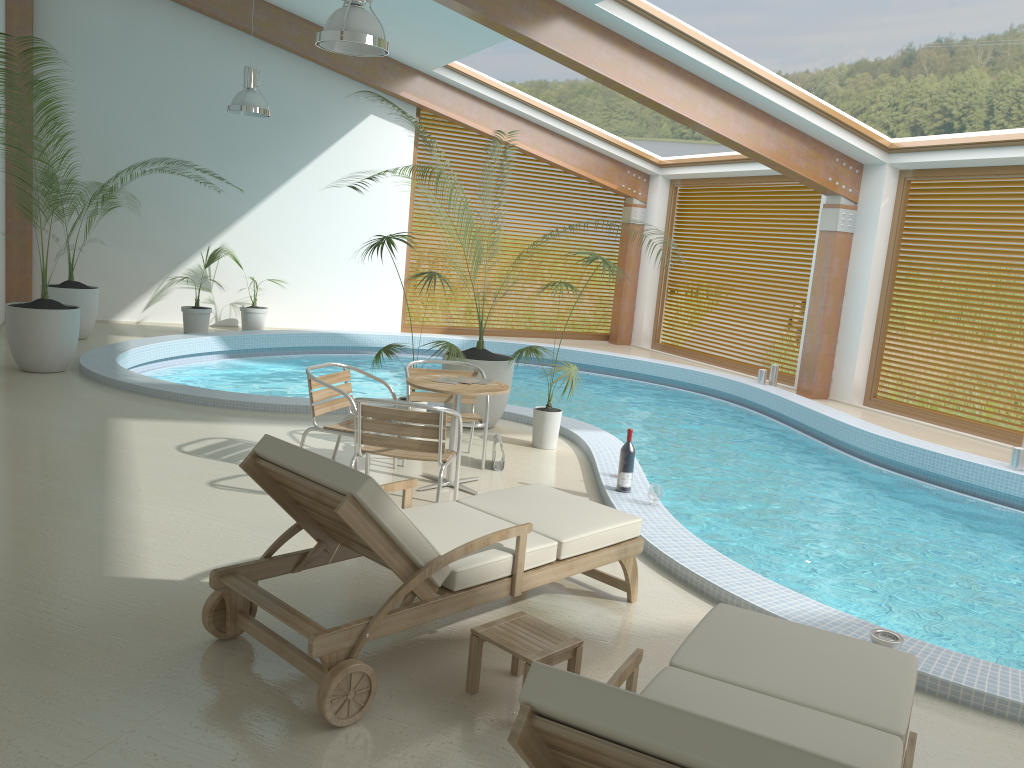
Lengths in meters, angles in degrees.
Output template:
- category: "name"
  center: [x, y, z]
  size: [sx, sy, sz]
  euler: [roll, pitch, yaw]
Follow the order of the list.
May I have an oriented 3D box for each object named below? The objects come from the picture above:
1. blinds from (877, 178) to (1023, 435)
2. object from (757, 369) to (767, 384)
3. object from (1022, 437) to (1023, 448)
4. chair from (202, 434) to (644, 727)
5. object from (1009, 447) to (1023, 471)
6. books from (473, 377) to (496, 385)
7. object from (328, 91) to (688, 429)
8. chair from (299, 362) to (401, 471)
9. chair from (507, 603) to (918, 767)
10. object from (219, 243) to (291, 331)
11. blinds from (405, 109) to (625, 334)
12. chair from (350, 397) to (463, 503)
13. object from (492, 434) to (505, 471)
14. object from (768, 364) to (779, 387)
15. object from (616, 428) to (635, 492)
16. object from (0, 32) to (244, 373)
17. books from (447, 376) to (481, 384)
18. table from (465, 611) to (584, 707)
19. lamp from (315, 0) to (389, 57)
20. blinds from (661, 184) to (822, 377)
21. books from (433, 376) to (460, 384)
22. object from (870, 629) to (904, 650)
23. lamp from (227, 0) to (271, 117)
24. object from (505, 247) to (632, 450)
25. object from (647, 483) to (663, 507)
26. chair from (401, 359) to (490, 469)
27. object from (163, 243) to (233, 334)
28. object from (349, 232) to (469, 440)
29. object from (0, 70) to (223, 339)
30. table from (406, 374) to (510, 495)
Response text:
- category: "blinds"
  center: [5.754, -0.809, 9.672]
  size: [0.095, 2.921, 4.200]
  euler: [1, 10, -25]
- category: "object"
  center: [3.424, -0.105, 12.137]
  size: [0.115, 0.204, 0.115]
  euler: [8, 10, 15]
- category: "object"
  center: [4.932, 0.650, 8.480]
  size: [0.115, 0.320, 0.115]
  euler: [9, 10, 23]
- category: "chair"
  center: [-0.257, 0.639, 3.890]
  size: [0.861, 0.866, 1.903]
  euler: [14, 13, 43]
- category: "object"
  center: [4.573, 0.674, 8.018]
  size: [0.115, 0.194, 0.115]
  euler: [8, 10, 15]
- category: "books"
  center: [-0.222, -0.022, 6.171]
  size: [0.166, 0.004, 0.241]
  euler: [8, 10, 16]
- category: "object"
  center: [-0.122, -1.050, 7.786]
  size: [2.979, 2.960, 2.729]
  euler: [4, 9, -8]
- category: "chair"
  center: [-1.116, 0.256, 6.158]
  size: [0.563, 0.727, 0.618]
  euler: [8, 10, 17]
- category: "chair"
  center: [0.653, 0.966, 2.386]
  size: [0.861, 0.866, 1.903]
  euler: [10, 10, 27]
- category: "object"
  center: [-3.826, -1.418, 13.147]
  size: [1.067, 1.310, 0.822]
  euler: [3, 9, -13]
- category: "blinds"
  center: [0.096, -2.889, 15.770]
  size: [4.500, 4.025, 0.099]
  euler: [1, 10, -25]
- category: "chair"
  center: [-0.652, 0.416, 5.433]
  size: [0.618, 0.727, 0.563]
  euler: [6, 9, 7]
- category: "object"
  center: [-0.100, 0.518, 6.742]
  size: [0.081, 0.223, 0.272]
  euler: [4, 9, -5]
- category: "object"
  center: [3.667, -0.108, 12.432]
  size: [0.115, 0.320, 0.115]
  euler: [9, 10, 23]
- category: "object"
  center: [0.786, 0.519, 6.065]
  size: [0.109, 0.435, 0.109]
  euler: [7, 9, 10]
- category: "object"
  center: [-4.546, -1.629, 8.839]
  size: [2.979, 2.960, 2.729]
  euler: [11, 11, 30]
- category: "books"
  center: [-0.328, -0.028, 6.122]
  size: [0.166, 0.004, 0.241]
  euler: [8, 10, 16]
- category: "table"
  center: [0.045, 1.065, 3.348]
  size: [0.320, 0.255, 0.283]
  euler: [14, 13, 43]
- category: "lamp"
  center: [-1.025, -3.300, 6.032]
  size: [0.506, 1.958, 0.505]
  euler: [1, 10, -25]
- category: "blinds"
  center: [3.698, -1.729, 14.173]
  size: [0.095, 2.921, 4.200]
  euler: [1, 10, -25]
- category: "books"
  center: [-0.424, -0.025, 6.078]
  size: [0.166, 0.004, 0.241]
  euler: [8, 10, 16]
- category: "object"
  center: [1.640, 1.137, 3.895]
  size: [0.140, 0.069, 0.140]
  euler: [11, 11, 34]
- category: "lamp"
  center: [-3.094, -4.226, 10.563]
  size: [0.506, 1.958, 0.505]
  euler: [1, 10, -25]
- category: "object"
  center: [0.439, -0.291, 7.424]
  size: [0.791, 1.695, 1.059]
  euler: [-2, 12, -37]
- category: "object"
  center: [0.938, 0.727, 5.809]
  size: [0.102, 0.137, 0.102]
  euler: [3, 10, -16]
- category: "chair"
  center: [-0.518, 0.219, 6.723]
  size: [0.618, 0.727, 0.563]
  euler: [3, 9, -13]
- category: "object"
  center: [-4.335, -1.351, 12.446]
  size: [0.822, 1.310, 1.067]
  euler: [8, 9, 14]
- category: "object"
  center: [-0.843, -0.382, 7.258]
  size: [1.059, 1.695, 0.791]
  euler: [7, 9, 10]
- category: "object"
  center: [-5.343, -2.061, 11.050]
  size: [2.729, 2.960, 2.979]
  euler: [-4, 13, -44]
- category: "table"
  center: [-0.396, 0.347, 6.069]
  size: [0.700, 0.720, 0.700]
  euler: [4, 9, -6]
